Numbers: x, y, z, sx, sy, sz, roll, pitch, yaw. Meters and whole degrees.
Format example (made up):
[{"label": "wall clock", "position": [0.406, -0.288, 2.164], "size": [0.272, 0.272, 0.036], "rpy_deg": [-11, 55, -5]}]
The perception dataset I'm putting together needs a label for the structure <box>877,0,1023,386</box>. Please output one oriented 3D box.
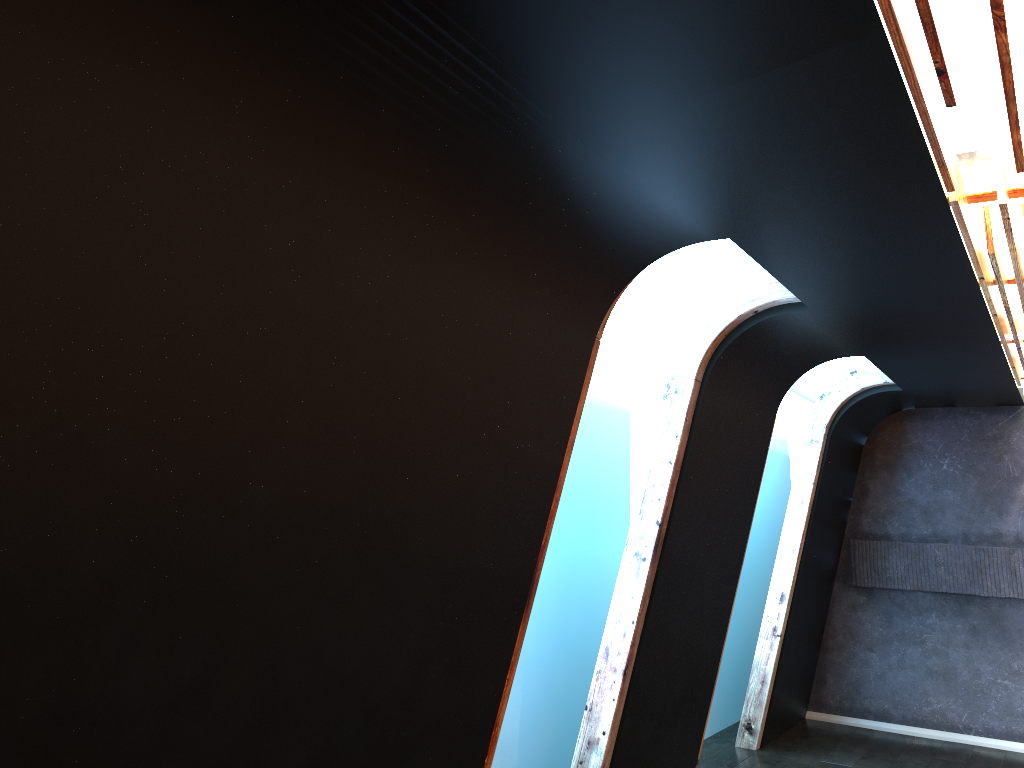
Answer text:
[{"label": "structure", "position": [3.869, 0.716, 2.252], "size": [4.499, 3.080, 11.225], "rpy_deg": [-4, -11, 32]}]
